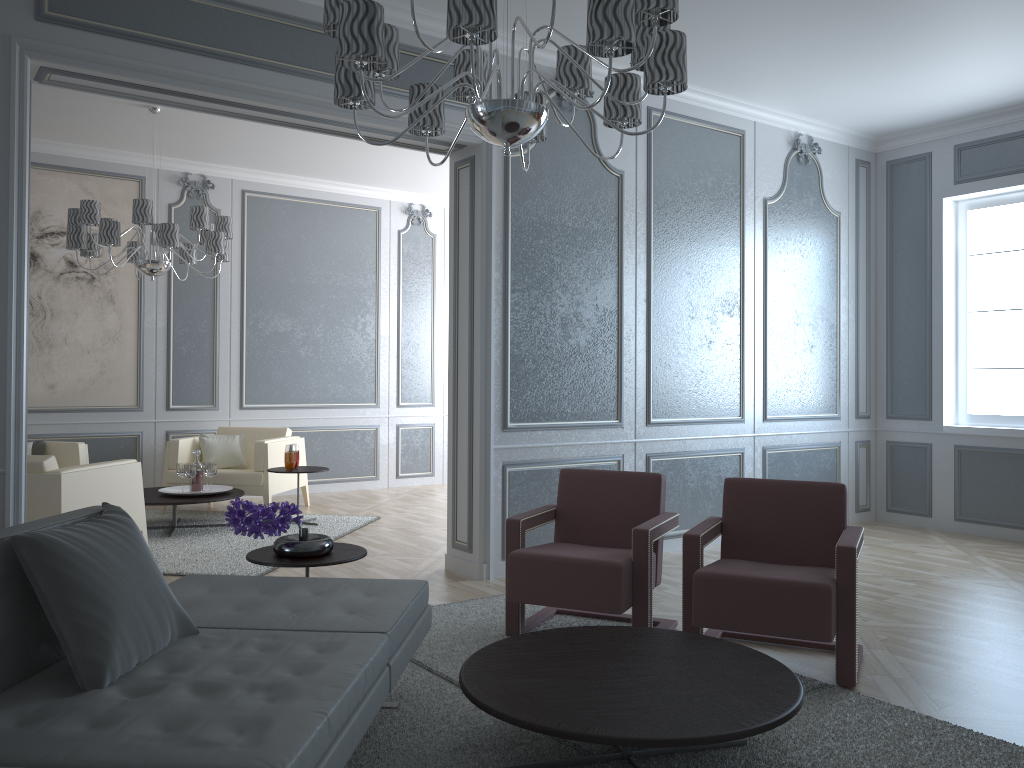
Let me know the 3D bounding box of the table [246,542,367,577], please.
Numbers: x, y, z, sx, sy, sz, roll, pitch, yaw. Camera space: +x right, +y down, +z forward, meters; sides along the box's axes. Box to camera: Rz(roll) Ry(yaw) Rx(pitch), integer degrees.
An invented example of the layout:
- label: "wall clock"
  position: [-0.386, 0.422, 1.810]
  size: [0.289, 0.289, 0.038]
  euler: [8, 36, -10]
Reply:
- label: "table"
  position: [-0.718, 0.782, 3.106]
  size: [0.414, 0.385, 0.414]
  euler: [0, 0, 42]

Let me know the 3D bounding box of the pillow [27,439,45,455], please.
- label: "pillow"
  position: [-3.358, 0.514, 5.988]
  size: [0.351, 0.276, 0.184]
  euler: [0, 0, -20]

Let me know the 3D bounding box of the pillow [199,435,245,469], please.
- label: "pillow"
  position: [-2.198, 0.517, 6.720]
  size: [0.312, 0.245, 0.163]
  euler: [0, 0, -41]

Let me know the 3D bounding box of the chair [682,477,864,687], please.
- label: "chair"
  position: [0.928, 0.675, 3.151]
  size: [0.576, 0.620, 0.606]
  euler: [0, 0, 25]

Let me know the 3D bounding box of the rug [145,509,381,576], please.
- label: "rug"
  position: [-2.103, 0.960, 5.581]
  size: [2.000, 0.010, 2.000]
  euler: [0, 0, 10]

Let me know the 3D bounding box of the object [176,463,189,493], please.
- label: "object"
  position: [-2.179, 0.623, 5.869]
  size: [0.080, 0.196, 0.080]
  euler: [0, -1, 38]

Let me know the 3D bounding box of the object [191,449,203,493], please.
- label: "object"
  position: [-2.097, 0.576, 5.897]
  size: [0.086, 0.290, 0.086]
  euler: [0, -1, -14]

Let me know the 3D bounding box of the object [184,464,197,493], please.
- label: "object"
  position: [-2.105, 0.624, 5.805]
  size: [0.080, 0.196, 0.080]
  euler: [1, -1, -32]

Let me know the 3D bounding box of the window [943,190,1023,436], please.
- label: "window"
  position: [3.525, -0.464, 5.456]
  size: [0.349, 1.582, 1.600]
  euler: [1, 0, -35]

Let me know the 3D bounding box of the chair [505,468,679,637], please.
- label: "chair"
  position: [0.304, 0.670, 3.471]
  size: [0.576, 0.620, 0.606]
  euler: [0, 0, 25]

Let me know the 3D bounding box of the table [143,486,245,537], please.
- label: "table"
  position: [-2.228, 0.844, 5.859]
  size: [0.882, 0.239, 0.882]
  euler: [0, 0, -38]

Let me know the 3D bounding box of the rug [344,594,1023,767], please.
- label: "rug"
  position: [0.221, 0.987, 2.321]
  size: [2.018, 0.010, 3.204]
  euler: [0, 0, -35]

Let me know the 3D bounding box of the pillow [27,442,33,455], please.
- label: "pillow"
  position: [-3.362, 0.514, 5.900]
  size: [0.312, 0.245, 0.163]
  euler: [0, 0, -31]

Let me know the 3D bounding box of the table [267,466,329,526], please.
- label: "table"
  position: [-1.464, 0.774, 6.073]
  size: [0.414, 0.385, 0.414]
  euler: [0, 0, 12]

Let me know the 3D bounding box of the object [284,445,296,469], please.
- label: "object"
  position: [-1.515, 0.499, 6.054]
  size: [0.075, 0.166, 0.075]
  euler: [0, -1, 44]

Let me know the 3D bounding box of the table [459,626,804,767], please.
- label: "table"
  position: [0.302, 0.873, 2.326]
  size: [0.882, 0.239, 0.882]
  euler: [0, 0, -18]

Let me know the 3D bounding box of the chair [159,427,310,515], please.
- label: "chair"
  position: [-2.081, 0.649, 6.723]
  size: [0.855, 0.621, 0.737]
  euler: [0, 0, 10]

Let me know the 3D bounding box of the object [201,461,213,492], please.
- label: "object"
  position: [-2.053, 0.623, 5.970]
  size: [0.080, 0.196, 0.080]
  euler: [0, -1, 38]

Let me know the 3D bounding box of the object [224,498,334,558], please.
- label: "object"
  position: [-0.773, 0.479, 2.997]
  size: [0.206, 0.221, 0.425]
  euler: [0, 0, 25]

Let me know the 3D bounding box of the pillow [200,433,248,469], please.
- label: "pillow"
  position: [-2.209, 0.517, 6.808]
  size: [0.351, 0.276, 0.184]
  euler: [0, 0, -30]

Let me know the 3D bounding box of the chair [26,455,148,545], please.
- label: "chair"
  position: [-2.487, 0.657, 4.629]
  size: [0.855, 0.621, 0.737]
  euler: [0, 0, 10]

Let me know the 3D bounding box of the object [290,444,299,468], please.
- label: "object"
  position: [-1.511, 0.498, 6.140]
  size: [0.075, 0.166, 0.075]
  euler: [0, -1, 14]

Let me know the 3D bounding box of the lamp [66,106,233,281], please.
- label: "lamp"
  position: [-2.314, -1.221, 5.707]
  size: [0.976, 1.120, 0.976]
  euler: [0, 0, 43]

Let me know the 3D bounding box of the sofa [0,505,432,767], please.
- label: "sofa"
  position: [-0.745, 0.646, 1.752]
  size: [0.810, 0.668, 2.204]
  euler: [0, 0, 5]

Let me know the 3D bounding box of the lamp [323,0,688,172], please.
- label: "lamp"
  position: [-0.016, -1.194, 2.470]
  size: [0.976, 1.120, 0.976]
  euler: [0, 0, 43]

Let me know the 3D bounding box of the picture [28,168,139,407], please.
- label: "picture"
  position: [-3.415, -0.708, 6.590]
  size: [1.199, 1.751, 0.001]
  euler: [1, -1, -35]

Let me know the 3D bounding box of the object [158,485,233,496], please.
- label: "object"
  position: [-2.096, 0.711, 5.883]
  size: [0.468, 0.028, 0.468]
  euler: [0, 0, -23]

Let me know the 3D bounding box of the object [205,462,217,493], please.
- label: "object"
  position: [-2.004, 0.624, 5.902]
  size: [0.080, 0.196, 0.080]
  euler: [0, -1, 38]

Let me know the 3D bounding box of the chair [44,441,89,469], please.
- label: "chair"
  position: [-3.339, 0.647, 5.830]
  size: [0.737, 0.621, 0.855]
  euler: [0, 0, 10]

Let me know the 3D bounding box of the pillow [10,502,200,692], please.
- label: "pillow"
  position: [-0.900, 0.471, 1.990]
  size: [0.253, 0.354, 0.422]
  euler: [0, 0, 2]
